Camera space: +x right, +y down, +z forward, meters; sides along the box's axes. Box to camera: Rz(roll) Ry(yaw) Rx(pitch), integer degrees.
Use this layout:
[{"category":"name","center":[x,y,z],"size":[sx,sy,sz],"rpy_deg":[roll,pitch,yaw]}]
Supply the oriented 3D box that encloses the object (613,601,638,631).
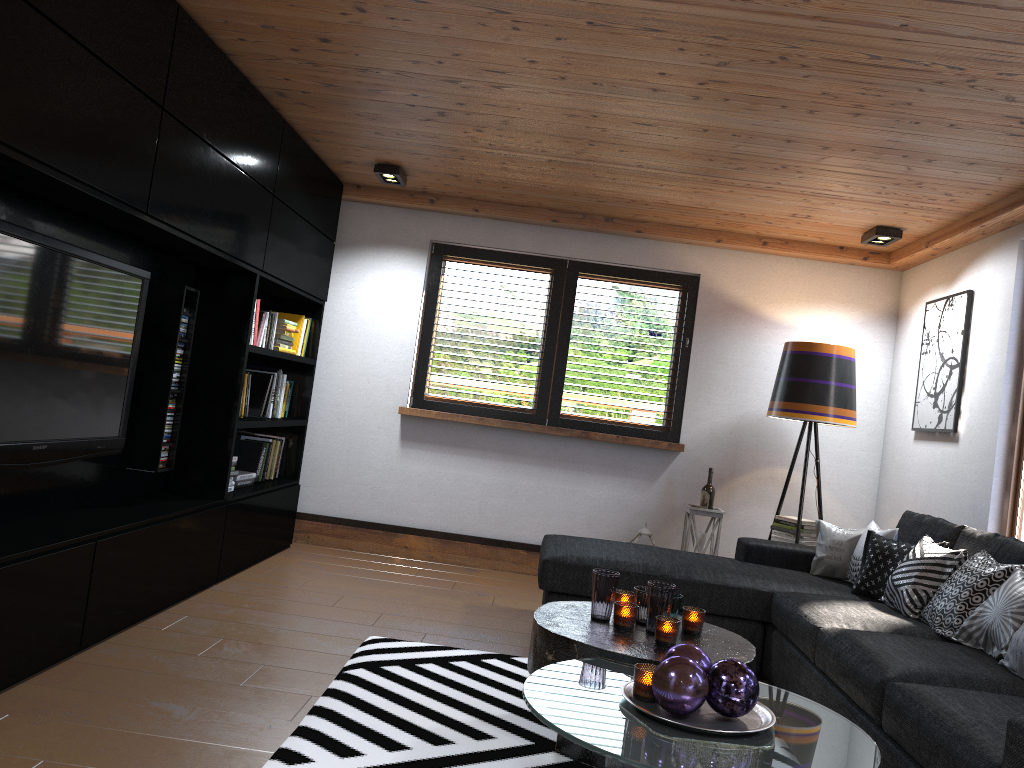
[{"category":"object","center":[0.379,0.779,2.975],"size":[0.079,0.081,0.079],"rpy_deg":[7,-2,17]}]

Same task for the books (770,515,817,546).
[{"category":"books","center":[1.710,0.887,5.319],"size":[0.221,0.159,0.253],"rpy_deg":[9,-2,-31]}]

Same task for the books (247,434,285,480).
[{"category":"books","center":[-1.576,0.457,5.582],"size":[0.212,0.261,0.252],"rpy_deg":[8,-2,2]}]

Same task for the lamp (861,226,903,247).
[{"category":"lamp","center":[2.177,-0.875,5.223],"size":[0.155,0.068,0.261],"rpy_deg":[8,-2,3]}]

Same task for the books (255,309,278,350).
[{"category":"books","center":[-1.496,-0.322,5.089],"size":[0.182,0.233,0.284],"rpy_deg":[7,-2,6]}]

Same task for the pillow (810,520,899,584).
[{"category":"pillow","center":[1.709,0.844,4.402],"size":[0.218,0.347,0.563],"rpy_deg":[8,-2,-17]}]

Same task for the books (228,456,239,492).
[{"category":"books","center":[-1.605,0.466,4.659],"size":[0.258,0.188,0.303],"rpy_deg":[7,-2,9]}]

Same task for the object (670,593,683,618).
[{"category":"object","center":[0.560,0.801,3.169],"size":[0.091,0.099,0.093],"rpy_deg":[6,-3,39]}]

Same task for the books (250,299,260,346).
[{"category":"books","center":[-1.456,-0.350,4.617],"size":[0.207,0.270,0.240],"rpy_deg":[8,-2,2]}]

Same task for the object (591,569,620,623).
[{"category":"object","center":[0.314,0.730,3.050],"size":[0.095,0.167,0.093],"rpy_deg":[9,-3,-27]}]

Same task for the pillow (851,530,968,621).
[{"category":"pillow","center":[1.759,0.842,3.897],"size":[0.311,0.364,0.667],"rpy_deg":[8,-2,-2]}]

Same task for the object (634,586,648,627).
[{"category":"object","center":[0.472,0.775,3.078],"size":[0.114,0.122,0.112],"rpy_deg":[8,-2,-22]}]

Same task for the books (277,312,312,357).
[{"category":"books","center":[-1.413,-0.312,5.635],"size":[0.212,0.261,0.210],"rpy_deg":[8,-2,2]}]

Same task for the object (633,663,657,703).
[{"category":"object","center":[0.354,0.783,2.317],"size":[0.079,0.081,0.079],"rpy_deg":[7,-2,17]}]

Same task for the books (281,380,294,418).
[{"category":"books","center":[-1.513,0.084,5.577],"size":[0.189,0.238,0.290],"rpy_deg":[8,-2,1]}]

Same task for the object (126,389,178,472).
[{"category":"object","center":[-1.640,0.201,4.041],"size":[0.125,0.379,0.125],"rpy_deg":[8,-2,2]}]

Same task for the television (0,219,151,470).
[{"category":"television","center":[-1.662,-0.105,3.174],"size":[0.050,0.814,1.253],"rpy_deg":[7,-2,3]}]

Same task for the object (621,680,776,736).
[{"category":"object","center":[0.476,0.831,2.284],"size":[0.392,0.022,0.397],"rpy_deg":[7,-2,21]}]

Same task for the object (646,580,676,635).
[{"category":"object","center":[0.491,0.751,2.962],"size":[0.095,0.167,0.093],"rpy_deg":[9,-3,-27]}]

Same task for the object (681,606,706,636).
[{"category":"object","center":[0.620,0.813,3.039],"size":[0.079,0.081,0.079],"rpy_deg":[7,-2,17]}]

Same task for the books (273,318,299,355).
[{"category":"books","center":[-1.452,-0.294,5.374],"size":[0.260,0.197,0.296],"rpy_deg":[7,-2,5]}]

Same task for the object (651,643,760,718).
[{"category":"object","center":[0.475,0.765,2.300],"size":[0.286,0.143,0.262],"rpy_deg":[8,-2,-14]}]

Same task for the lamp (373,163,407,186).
[{"category":"lamp","center":[-0.725,-1.259,5.307],"size":[0.155,0.068,0.261],"rpy_deg":[8,-2,3]}]

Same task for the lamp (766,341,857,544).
[{"category":"lamp","center":[2.271,0.688,5.523],"size":[1.640,1.700,0.519],"rpy_deg":[8,-3,-20]}]

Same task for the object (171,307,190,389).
[{"category":"object","center":[-1.590,-0.174,4.058],"size":[0.125,0.380,0.125],"rpy_deg":[8,-2,2]}]

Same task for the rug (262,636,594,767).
[{"category":"rug","center":[0.128,1.153,2.411],"size":[1.660,0.020,2.901],"rpy_deg":[8,-2,2]}]

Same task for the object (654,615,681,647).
[{"category":"object","center":[0.494,0.790,2.831],"size":[0.079,0.081,0.079],"rpy_deg":[7,-2,17]}]

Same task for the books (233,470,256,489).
[{"category":"books","center":[-1.604,0.533,5.012],"size":[0.209,0.073,0.266],"rpy_deg":[7,-2,6]}]

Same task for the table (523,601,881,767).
[{"category":"table","center":[0.470,1.008,2.588],"size":[0.895,0.372,1.524],"rpy_deg":[7,-2,3]}]

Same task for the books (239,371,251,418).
[{"category":"books","center":[-1.546,0.040,4.817],"size":[0.210,0.270,0.236],"rpy_deg":[8,-2,2]}]

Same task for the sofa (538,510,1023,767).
[{"category":"sofa","center":[1.127,0.904,3.286],"size":[2.086,0.819,3.090],"rpy_deg":[8,-2,3]}]

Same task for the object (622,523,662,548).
[{"category":"object","center":[0.824,1.110,5.628],"size":[0.253,0.462,0.251],"rpy_deg":[8,-2,2]}]

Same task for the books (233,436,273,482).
[{"category":"books","center":[-1.586,0.453,5.373],"size":[0.207,0.256,0.244],"rpy_deg":[8,-2,1]}]

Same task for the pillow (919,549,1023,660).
[{"category":"pillow","center":[1.764,0.822,3.265],"size":[0.275,0.356,0.728],"rpy_deg":[8,-2,3]}]

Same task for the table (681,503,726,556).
[{"category":"table","center":[1.172,1.080,5.570],"size":[0.226,0.609,0.224],"rpy_deg":[8,-2,2]}]

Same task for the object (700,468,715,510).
[{"category":"object","center":[1.238,0.669,5.584],"size":[0.088,0.286,0.087],"rpy_deg":[9,-3,-35]}]

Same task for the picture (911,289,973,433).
[{"category":"picture","center":[2.450,-0.115,5.068],"size":[0.020,0.782,0.563],"rpy_deg":[8,-2,3]}]

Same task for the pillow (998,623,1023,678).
[{"category":"pillow","center":[1.748,0.787,2.617],"size":[0.284,0.329,0.725],"rpy_deg":[8,-2,-8]}]

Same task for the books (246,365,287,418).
[{"category":"books","center":[-1.511,0.044,5.254],"size":[0.222,0.296,0.345],"rpy_deg":[8,-2,3]}]

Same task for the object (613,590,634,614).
[{"category":"object","center":[0.402,0.788,3.177],"size":[0.079,0.081,0.079],"rpy_deg":[7,-2,17]}]
